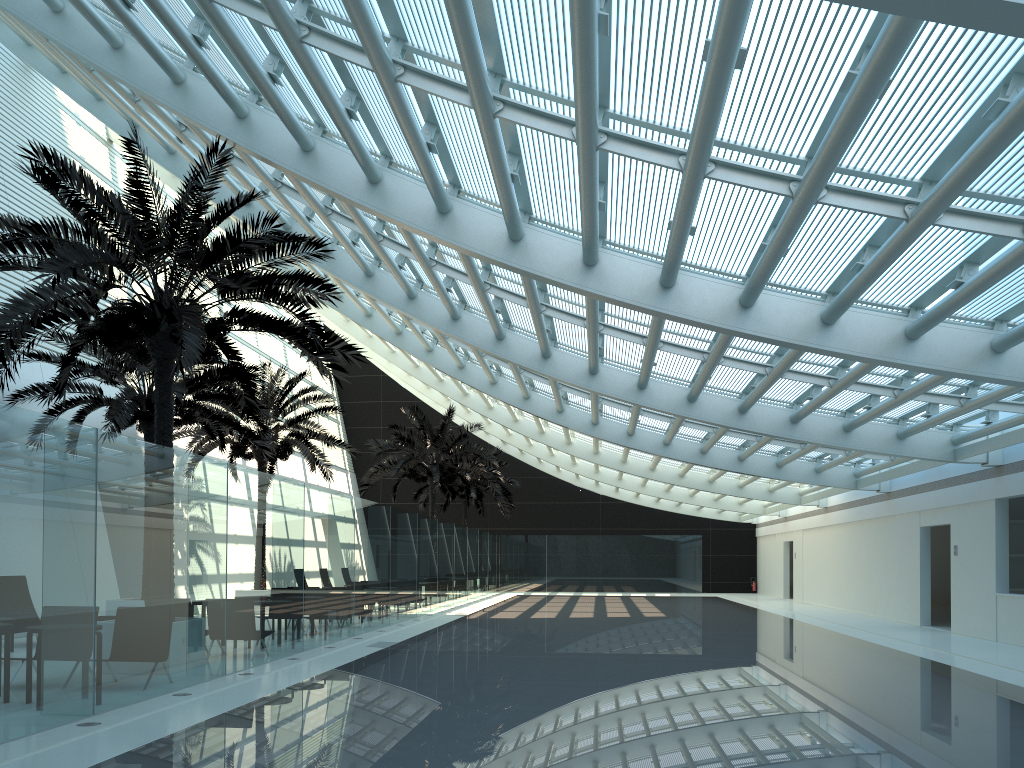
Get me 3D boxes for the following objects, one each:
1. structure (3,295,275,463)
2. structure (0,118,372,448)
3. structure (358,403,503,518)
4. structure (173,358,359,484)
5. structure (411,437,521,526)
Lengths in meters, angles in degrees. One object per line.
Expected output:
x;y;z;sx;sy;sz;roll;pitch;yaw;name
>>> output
-7.266;1.582;17.485;4.648;6.725;4.338;1;-4;-16;structure
-4.697;0.270;11.439;4.831;6.908;4.504;-2;-5;24;structure
-2.778;4.183;30.628;4.823;6.909;4.512;0;-4;-1;structure
-6.867;2.781;23.521;4.311;6.784;4.680;-3;-6;39;structure
-1.933;5.847;38.789;4.463;6.906;4.879;1;-5;-16;structure
